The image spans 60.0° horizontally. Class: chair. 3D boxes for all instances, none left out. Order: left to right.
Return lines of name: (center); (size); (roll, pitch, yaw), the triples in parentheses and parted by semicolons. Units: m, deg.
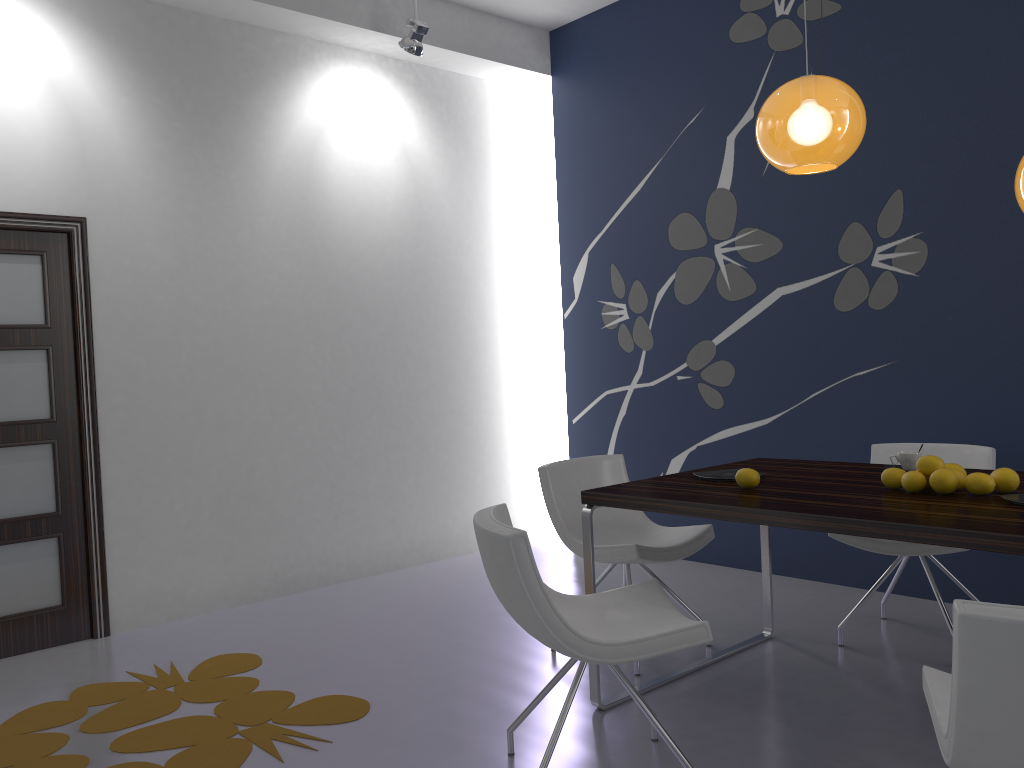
chair: (0.215, 0.770, 2.609); (0.620, 0.805, 0.508); (-3, 1, -7)
chair: (0.475, 0.733, 3.820); (0.508, 0.805, 0.620); (-4, 2, -42)
chair: (1.704, 0.676, 3.728); (0.508, 0.805, 0.620); (-2, 2, 43)
chair: (1.072, 0.749, 1.631); (0.508, 0.805, 0.620); (-2, 1, 18)

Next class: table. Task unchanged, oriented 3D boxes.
table: (1.359, 0.724, 2.752); (1.127, 0.783, 2.046); (-4, 2, -42)

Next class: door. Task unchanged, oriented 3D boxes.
door: (-2.758, 0.259, 3.850); (1.764, 2.061, 0.220); (-4, 2, -42)

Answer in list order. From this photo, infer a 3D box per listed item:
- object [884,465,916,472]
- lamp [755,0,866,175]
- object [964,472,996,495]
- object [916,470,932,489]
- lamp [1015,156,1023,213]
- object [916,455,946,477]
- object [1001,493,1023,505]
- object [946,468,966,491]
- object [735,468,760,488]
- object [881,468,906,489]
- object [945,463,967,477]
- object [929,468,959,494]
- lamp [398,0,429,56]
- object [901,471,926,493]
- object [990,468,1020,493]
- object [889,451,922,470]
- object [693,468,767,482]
object: (1.443, 0.310, 3.215); (0.154, 0.020, 0.154); (-3, 1, 3)
lamp: (0.983, -1.553, 3.009); (0.359, 1.645, 0.358); (-3, 1, -31)
object: (1.396, 0.298, 2.646); (0.070, 0.068, 0.083); (-4, 2, -38)
object: (1.311, 0.299, 2.811); (0.070, 0.068, 0.083); (-2, 1, 17)
lamp: (1.537, -1.402, 2.402); (0.358, 1.974, 0.359); (-4, 1, -36)
object: (1.299, 0.255, 2.751); (0.070, 0.068, 0.083); (-4, 2, -38)
object: (1.506, 0.323, 2.450); (0.232, 0.020, 0.232); (-3, 1, -13)
object: (1.366, 0.296, 2.750); (0.081, 0.071, 0.069); (-2, 1, 25)
object: (0.800, 0.319, 3.006); (0.070, 0.068, 0.083); (-4, 2, -38)
object: (1.228, 0.302, 2.841); (0.070, 0.068, 0.083); (-4, 2, -38)
object: (1.398, 0.290, 2.825); (0.094, 0.077, 0.079); (-3, 1, 2)
object: (1.310, 0.296, 2.688); (0.094, 0.080, 0.076); (-4, 2, -40)
lamp: (-0.554, -2.087, 4.956); (0.150, 0.511, 0.185); (-4, 2, -42)
object: (1.248, 0.303, 2.755); (0.070, 0.068, 0.083); (-2, 1, 17)
object: (1.479, 0.289, 2.664); (0.079, 0.077, 0.094); (-2, 1, 22)
object: (1.432, 0.279, 3.212); (0.101, 0.064, 0.081); (-3, 1, -17)
object: (0.805, 0.340, 3.286); (0.232, 0.020, 0.232); (-3, 1, -13)
